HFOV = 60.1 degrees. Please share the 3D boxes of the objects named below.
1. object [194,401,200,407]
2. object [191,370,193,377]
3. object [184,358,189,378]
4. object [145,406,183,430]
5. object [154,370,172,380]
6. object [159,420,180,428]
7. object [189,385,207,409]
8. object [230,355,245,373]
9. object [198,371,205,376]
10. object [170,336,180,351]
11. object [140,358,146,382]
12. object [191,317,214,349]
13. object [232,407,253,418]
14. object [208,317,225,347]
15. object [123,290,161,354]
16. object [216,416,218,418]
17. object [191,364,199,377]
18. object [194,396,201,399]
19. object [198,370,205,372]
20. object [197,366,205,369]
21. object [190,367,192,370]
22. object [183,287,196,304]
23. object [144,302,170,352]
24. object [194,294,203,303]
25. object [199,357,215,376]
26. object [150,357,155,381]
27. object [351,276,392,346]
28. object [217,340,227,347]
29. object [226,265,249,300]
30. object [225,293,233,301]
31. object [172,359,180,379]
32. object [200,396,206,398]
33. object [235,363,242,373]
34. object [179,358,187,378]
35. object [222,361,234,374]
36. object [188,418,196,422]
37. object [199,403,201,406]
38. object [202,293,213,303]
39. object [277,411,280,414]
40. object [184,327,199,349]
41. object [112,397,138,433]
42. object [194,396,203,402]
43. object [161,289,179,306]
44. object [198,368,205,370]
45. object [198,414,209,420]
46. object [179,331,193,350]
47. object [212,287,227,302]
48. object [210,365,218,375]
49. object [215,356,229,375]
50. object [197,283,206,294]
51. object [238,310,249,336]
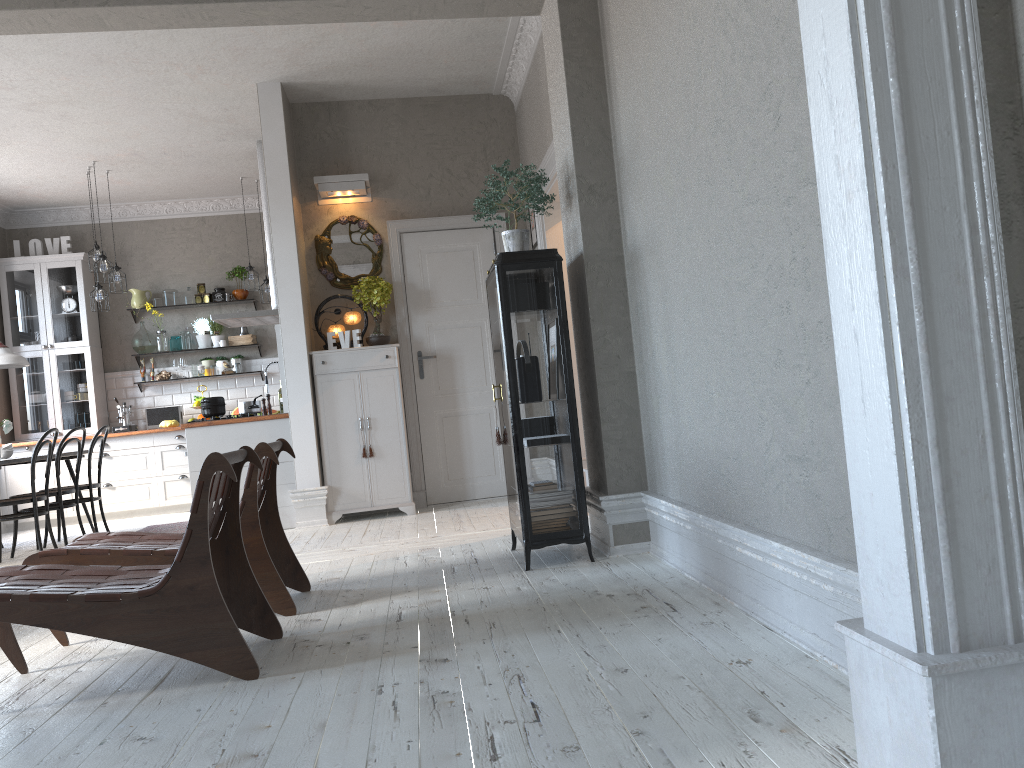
[{"bbox_3d":[-3.321,0.211,9.341,0.059,0.069,0.079,-6,-1,12],"label":"object"},{"bbox_3d":[-3.447,-0.110,9.624,0.077,0.083,0.078,-6,-1,10],"label":"object"},{"bbox_3d":[-3.542,-0.168,9.593,0.083,0.217,0.080,-6,-1,-21],"label":"object"},{"bbox_3d":[-3.685,0.361,9.389,0.354,0.226,0.087,-6,-1,-8],"label":"object"},{"bbox_3d":[-3.754,-0.093,9.523,0.180,0.111,0.094,-5,-1,-30],"label":"object"},{"bbox_3d":[-3.560,0.416,9.203,0.198,0.083,0.188,-6,-1,-7],"label":"object"},{"bbox_3d":[-3.279,0.222,9.417,0.357,0.425,0.346,-5,-1,-22],"label":"object"},{"bbox_3d":[-3.005,-0.216,9.717,0.160,0.213,0.152,-6,-1,-10],"label":"object"},{"bbox_3d":[-3.335,-0.107,9.522,0.078,0.051,0.076,-6,-1,-15],"label":"object"},{"bbox_3d":[-3.644,-0.432,9.608,0.126,0.172,0.125,-6,-1,-4],"label":"object"},{"bbox_3d":[-3.972,-0.145,9.533,0.054,0.264,0.060,-5,-1,-36],"label":"object"},{"bbox_3d":[-3.346,-0.555,9.656,0.243,0.354,0.236,-6,-1,10],"label":"object"},{"bbox_3d":[-2.829,0.300,9.311,0.233,0.174,0.219,-6,-1,14],"label":"object"},{"bbox_3d":[-3.210,-0.581,9.624,0.166,0.380,0.188,-7,-1,43],"label":"object"},{"bbox_3d":[-3.972,-0.656,9.465,0.341,0.674,0.331,-5,-1,-39],"label":"object"},{"bbox_3d":[-3.147,0.315,9.450,0.060,0.120,0.127,-6,-1,17],"label":"object"},{"bbox_3d":[-3.412,-0.143,9.555,0.080,0.139,0.077,-5,-1,-35],"label":"object"},{"bbox_3d":[-3.336,0.149,9.389,0.074,0.058,0.050,-5,-1,-31],"label":"object"},{"bbox_3d":[-3.337,-0.125,9.522,0.078,0.051,0.076,-6,-1,-15],"label":"object"},{"bbox_3d":[-3.341,-0.167,9.523,0.078,0.051,0.076,-5,-1,-22],"label":"object"},{"bbox_3d":[-3.451,-0.143,9.625,0.077,0.083,0.078,-6,-1,10],"label":"object"},{"bbox_3d":[-3.525,-0.952,9.686,0.137,0.220,0.143,-7,-1,42],"label":"object"},{"bbox_3d":[-3.787,-0.607,9.447,0.194,0.540,0.277,-6,-1,-15],"label":"object"},{"bbox_3d":[-3.390,-0.915,9.604,0.083,0.113,0.082,-6,-1,-7],"label":"object"},{"bbox_3d":[-3.321,-0.191,9.653,0.159,0.217,0.153,-5,-1,-28],"label":"object"},{"bbox_3d":[-3.866,-0.156,9.533,0.052,0.264,0.062,-6,-1,29],"label":"object"},{"bbox_3d":[-1.046,-0.561,6.844,0.292,0.553,0.346,-6,-1,27],"label":"object"},{"bbox_3d":[-3.122,-0.437,9.569,0.104,0.071,0.063,-6,-1,22],"label":"object"},{"bbox_3d":[-2.965,-1.100,9.671,0.258,0.397,0.244,-6,-1,17],"label":"object"},{"bbox_3d":[-3.064,-0.940,9.600,0.094,0.096,0.074,-6,-1,-7],"label":"object"},{"bbox_3d":[-3.629,-0.159,9.584,0.083,0.217,0.080,-6,-1,-21],"label":"object"},{"bbox_3d":[-3.246,0.173,9.466,0.179,0.096,0.089,-6,-1,12],"label":"object"},{"bbox_3d":[-2.969,-0.172,9.607,0.078,0.108,0.077,-6,-1,-14],"label":"object"},{"bbox_3d":[-3.530,-0.171,9.505,0.083,0.217,0.080,-6,-1,-21],"label":"object"},{"bbox_3d":[-3.081,-0.177,9.608,0.121,0.147,0.098,-5,-1,-40],"label":"object"},{"bbox_3d":[-3.376,0.394,9.418,0.075,0.072,0.154,-6,-1,22],"label":"object"},{"bbox_3d":[-3.280,0.230,9.362,0.064,0.061,0.066,-6,-1,-8],"label":"object"},{"bbox_3d":[-3.303,-0.924,9.613,0.082,0.113,0.083,-6,-1,3],"label":"object"},{"bbox_3d":[-2.483,0.318,9.486,0.204,0.073,0.117,-5,-1,-44],"label":"object"},{"bbox_3d":[-3.509,-0.490,9.691,0.132,0.264,0.131,-6,-1,-2],"label":"object"},{"bbox_3d":[-4.068,0.325,9.246,0.207,0.370,0.351,-6,-1,-7],"label":"object"},{"bbox_3d":[-3.268,0.164,9.394,0.211,0.101,0.067,-6,-1,-2],"label":"object"},{"bbox_3d":[-3.690,-0.920,9.566,0.169,0.184,0.175,-6,-1,32],"label":"object"},{"bbox_3d":[-3.339,-0.142,9.522,0.076,0.051,0.078,-6,-1,11],"label":"object"},{"bbox_3d":[-3.240,0.355,9.294,0.115,0.110,0.109,-5,-1,-40],"label":"object"},{"bbox_3d":[-3.513,-0.464,9.538,0.123,0.206,0.126,-6,-1,15],"label":"object"},{"bbox_3d":[-3.189,-0.964,9.681,0.143,0.174,0.141,-6,-1,-7],"label":"object"},{"bbox_3d":[-3.230,-0.146,9.593,0.078,0.108,0.077,-6,-1,-14],"label":"object"},{"bbox_3d":[-3.168,-0.201,9.685,0.171,0.214,0.149,-6,-1,22],"label":"object"},{"bbox_3d":[-3.366,-1.030,9.598,0.084,0.113,0.081,-5,-1,-27],"label":"object"},{"bbox_3d":[-2.940,-0.671,9.691,0.133,0.287,0.128,-5,-1,-22],"label":"object"}]
